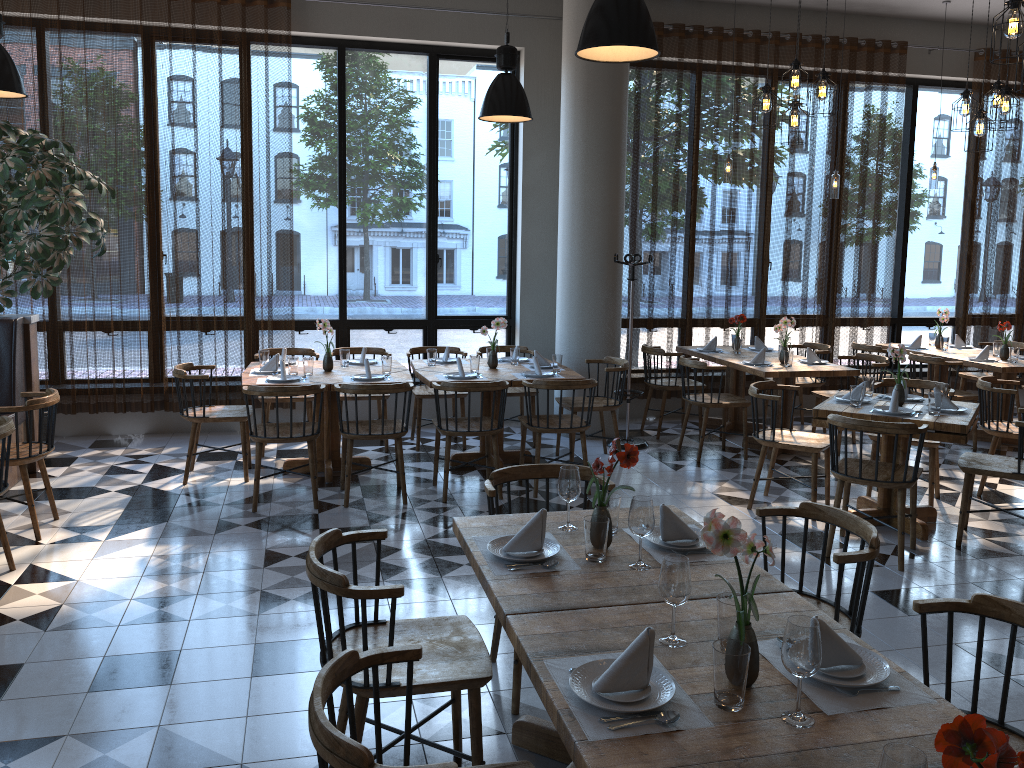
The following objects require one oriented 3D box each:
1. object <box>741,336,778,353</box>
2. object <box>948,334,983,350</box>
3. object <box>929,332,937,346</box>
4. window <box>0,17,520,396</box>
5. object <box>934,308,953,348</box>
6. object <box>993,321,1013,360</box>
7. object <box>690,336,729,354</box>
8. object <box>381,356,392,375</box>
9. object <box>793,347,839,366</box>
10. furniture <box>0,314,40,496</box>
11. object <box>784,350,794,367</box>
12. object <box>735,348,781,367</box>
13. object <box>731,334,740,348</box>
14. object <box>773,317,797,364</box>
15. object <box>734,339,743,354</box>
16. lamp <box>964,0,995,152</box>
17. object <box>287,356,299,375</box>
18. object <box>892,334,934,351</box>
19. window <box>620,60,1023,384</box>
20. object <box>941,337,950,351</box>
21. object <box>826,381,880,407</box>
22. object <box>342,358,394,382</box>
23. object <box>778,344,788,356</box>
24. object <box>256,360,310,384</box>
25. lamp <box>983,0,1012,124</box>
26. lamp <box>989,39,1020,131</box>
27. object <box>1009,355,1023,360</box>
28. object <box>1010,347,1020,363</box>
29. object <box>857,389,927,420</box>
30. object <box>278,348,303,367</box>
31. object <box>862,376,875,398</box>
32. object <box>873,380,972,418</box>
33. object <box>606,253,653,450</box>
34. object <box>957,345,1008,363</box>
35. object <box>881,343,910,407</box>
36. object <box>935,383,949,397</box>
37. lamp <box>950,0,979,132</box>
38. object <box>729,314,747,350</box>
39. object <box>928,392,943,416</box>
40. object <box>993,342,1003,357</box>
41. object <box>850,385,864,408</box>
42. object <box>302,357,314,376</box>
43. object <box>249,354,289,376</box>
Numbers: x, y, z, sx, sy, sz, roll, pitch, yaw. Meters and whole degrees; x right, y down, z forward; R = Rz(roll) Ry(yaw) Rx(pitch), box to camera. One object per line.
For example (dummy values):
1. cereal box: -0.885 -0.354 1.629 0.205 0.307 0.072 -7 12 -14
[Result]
1. object: 2.353 -0.385 8.353 0.272 0.136 0.354 -1 9 -13
2. object: 4.491 -0.431 8.860 0.272 0.136 0.354 -1 9 -13
3. object: 4.279 -0.457 9.016 0.080 0.131 0.080 4 8 21
4. window: -2.354 -1.523 7.925 4.966 3.151 0.366 -1 7 -13
5. object: 4.267 -0.554 8.780 0.146 0.398 0.208 0 7 -10
6. object: 4.386 -0.391 7.918 0.171 0.353 0.157 -4 9 -34
7. object: 1.836 -0.373 8.224 0.272 0.136 0.354 -1 9 -13
8. object: -0.915 -0.136 6.471 0.080 0.131 0.080 -3 8 -28
9. object: 2.558 -0.244 7.494 0.272 0.136 0.354 -1 9 -13
10. furniture: -3.982 0.391 4.464 1.918 1.144 4.060 -1 9 -13
11. object: 2.261 -0.207 7.247 0.080 0.131 0.080 -3 8 -28
12. object: 2.041 -0.232 7.366 0.272 0.136 0.354 -1 9 -13
13. object: 2.144 -0.412 8.510 0.080 0.131 0.080 2 8 11
14. object: 2.273 -0.368 7.410 0.207 0.398 0.147 7 9 40
15. object: 2.060 -0.345 8.085 0.080 0.131 0.080 2 8 11
16. lamp: 3.446 -2.735 6.396 0.175 2.060 0.176 2 7 6
17. object: -1.569 -0.128 6.355 0.080 0.131 0.080 -3 8 -28
18. object: 3.974 -0.419 8.731 0.272 0.136 0.354 -1 9 -13
19. window: 0.225 -1.406 7.469 15.154 3.149 4.510 -6 11 -36
20. object: 4.195 -0.390 8.592 0.080 0.131 0.080 4 8 21
21. object: 2.191 0.043 5.670 0.272 0.136 0.353 6 10 31
22. object: -1.017 -0.104 6.247 0.352 0.136 0.273 -1 9 -13
23. object: 2.344 -0.273 7.671 0.080 0.131 0.080 -3 8 -28
24. object: -1.579 -0.092 6.114 0.352 0.136 0.273 -1 9 -13
25. lamp: 3.634 -2.982 6.509 0.175 2.060 0.176 2 7 6
26. lamp: 3.504 -2.829 6.168 0.175 2.060 0.176 -3 8 -28
27. object: 4.696 -0.289 8.002 0.272 0.136 0.354 -1 9 -13
28. object: 4.396 -0.252 7.753 0.080 0.131 0.080 -3 8 -28
29. object: 2.281 0.104 5.304 0.353 0.136 0.273 6 10 31
30. object: -1.773 -0.219 6.884 0.352 0.136 0.273 -1 9 -13
31. object: 2.348 0.021 5.839 0.080 0.131 0.080 -5 9 -38
32. object: 2.574 0.065 5.574 0.583 0.136 0.579 6 11 31
33. object: 1.016 -0.287 7.619 0.375 1.650 0.376 -3 8 -31
34. object: 4.179 -0.277 7.873 0.272 0.136 0.354 -1 9 -13
35. object: 2.391 -0.062 5.522 0.146 0.398 0.207 2 7 6
36. object: 2.719 0.064 5.614 0.080 0.131 0.080 7 10 41
37. lamp: 3.438 -2.941 6.589 0.175 2.060 0.176 0 7 -5
38. object: 2.090 -0.479 8.225 0.156 0.353 0.172 2 7 9
39. object: 2.503 0.120 5.243 0.080 0.131 0.080 7 10 41
40. object: 4.479 -0.319 8.178 0.080 0.131 0.080 -3 8 -28
41. object: 2.122 0.078 5.461 0.080 0.131 0.080 -5 9 -38
42. object: -1.458 -0.124 6.342 0.080 0.131 0.080 -3 8 -28
43. object: -1.775 -0.153 6.475 0.272 0.136 0.354 -1 9 -13
